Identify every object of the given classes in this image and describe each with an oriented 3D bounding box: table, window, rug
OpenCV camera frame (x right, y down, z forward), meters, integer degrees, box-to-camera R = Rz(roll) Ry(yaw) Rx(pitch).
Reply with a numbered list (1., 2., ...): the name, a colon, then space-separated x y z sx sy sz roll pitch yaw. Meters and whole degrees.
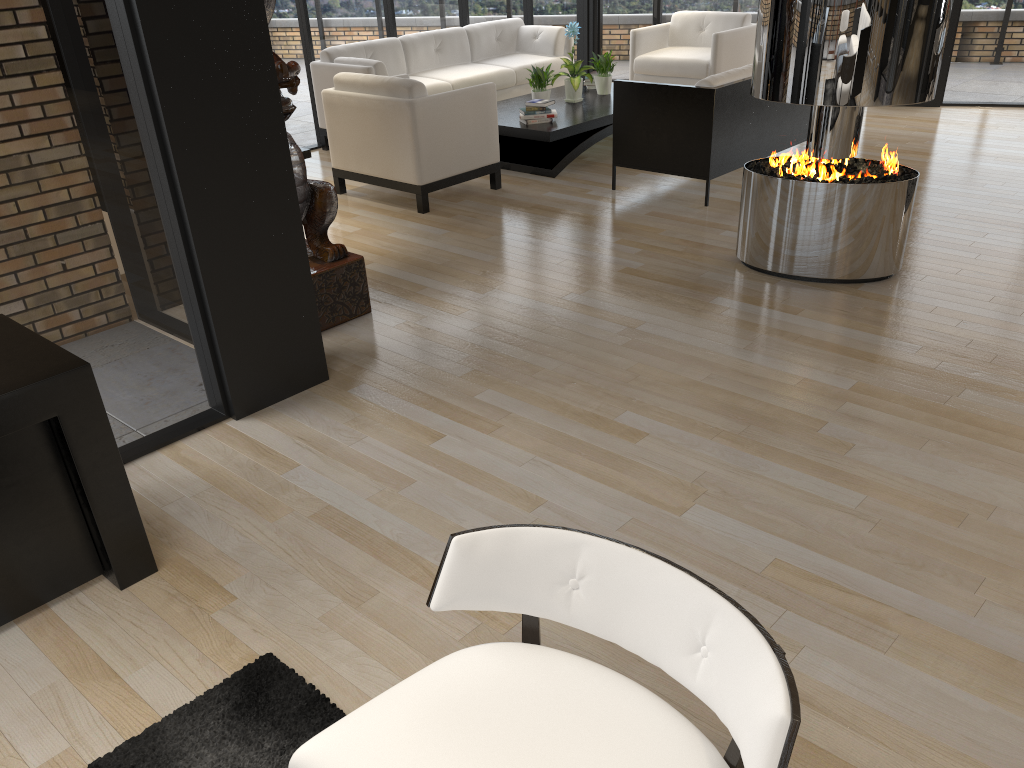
1. table: 0.509 -2.279 7.742 1.242 0.366 1.985 22 37 38
2. window: 0.424 -2.088 2.441 10.036 4.991 15.381 13 32 27
3. rug: -0.821 1.647 0.844 2.436 0.012 2.964 22 37 39

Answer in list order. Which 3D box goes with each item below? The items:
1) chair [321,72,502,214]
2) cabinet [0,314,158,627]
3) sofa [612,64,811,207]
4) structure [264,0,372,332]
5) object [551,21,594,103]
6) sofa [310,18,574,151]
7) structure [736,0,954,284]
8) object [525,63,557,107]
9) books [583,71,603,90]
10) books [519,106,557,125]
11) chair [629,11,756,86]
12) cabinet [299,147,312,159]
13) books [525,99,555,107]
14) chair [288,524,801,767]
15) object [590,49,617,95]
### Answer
1. chair: -0.726 -1.863 6.522 0.984 0.891 0.834 22 38 37
2. cabinet: -2.411 0.736 1.916 0.610 0.772 2.969 23 38 38
3. sofa: 1.689 -2.051 6.688 0.823 0.837 1.985 23 38 38
4. structure: -1.217 -1.099 4.315 0.718 1.659 0.505 22 39 36
5. object: 0.541 -2.744 7.525 0.352 0.657 0.358 -17 33 -23
6. sofa: -0.553 -2.907 8.477 0.839 0.891 2.632 23 38 38
7. structure: 1.643 -1.894 4.240 0.884 2.855 0.568 14 34 27
8. object: 0.237 -2.480 7.354 0.284 0.385 0.206 1 30 6
9. books: 0.793 -2.845 8.251 0.223 0.132 0.295 3 29 10
10. books: 0.208 -2.144 6.988 0.307 0.132 0.215 -7 29 -6
11. chair: 1.805 -3.211 8.808 0.984 0.891 0.834 22 38 37
12. cabinet: -2.570 -2.191 5.234 2.614 2.854 1.158 22 39 37
13. books: 0.221 -2.212 6.946 0.183 0.028 0.150 15 33 30
14. chair: 0.085 0.758 1.693 0.791 0.703 0.668 22 38 37
15. object: 0.816 -2.781 7.862 0.283 0.385 0.207 8 32 19
